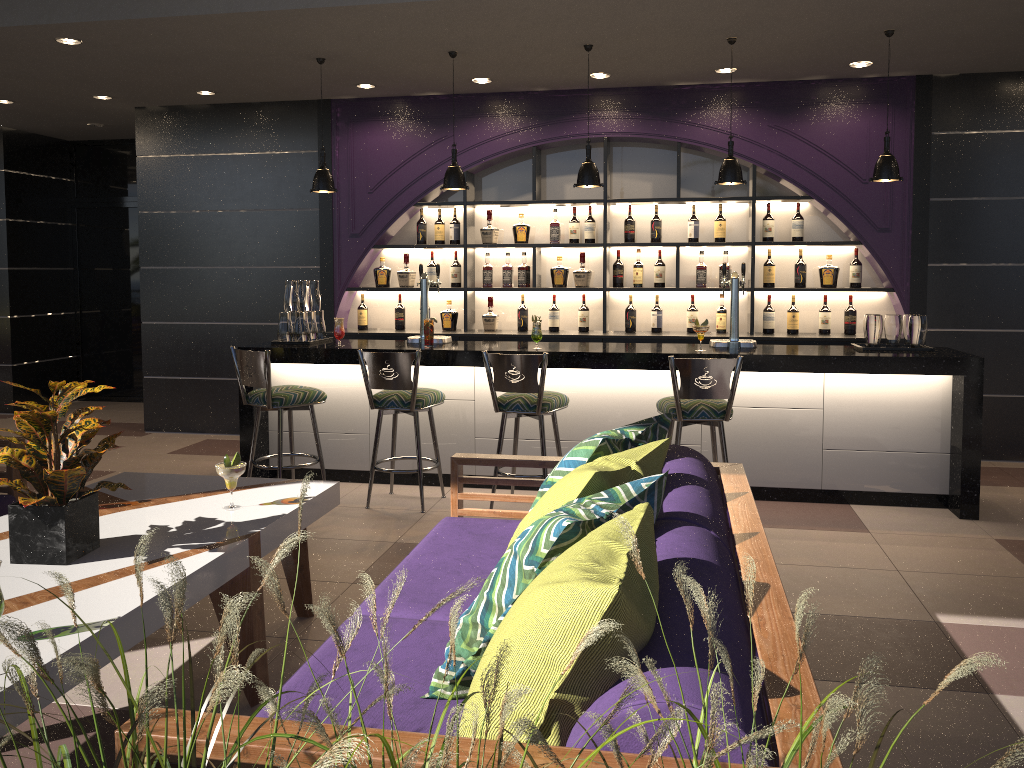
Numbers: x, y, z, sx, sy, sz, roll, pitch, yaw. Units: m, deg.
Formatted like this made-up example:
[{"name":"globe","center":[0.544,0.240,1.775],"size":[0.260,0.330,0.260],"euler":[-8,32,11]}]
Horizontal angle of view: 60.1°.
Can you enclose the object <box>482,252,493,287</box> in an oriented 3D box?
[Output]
[{"name":"object","center":[-0.195,-0.915,7.097],"size":[0.083,0.280,0.083],"euler":[0,4,-4]}]

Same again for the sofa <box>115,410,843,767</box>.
[{"name":"sofa","center":[0.100,0.625,2.322],"size":[1.119,0.915,2.138],"euler":[1,7,11]}]

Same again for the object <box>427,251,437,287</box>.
[{"name":"object","center":[-0.644,-0.926,7.144],"size":[0.086,0.296,0.086],"euler":[-3,5,-30]}]

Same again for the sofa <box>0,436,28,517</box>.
[{"name":"sofa","center":[-2.798,0.563,2.865],"size":[1.119,0.915,2.138],"euler":[1,7,11]}]

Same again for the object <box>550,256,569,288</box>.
[{"name":"object","center":[0.376,-0.882,6.968],"size":[0.151,0.247,0.094],"euler":[1,4,13]}]

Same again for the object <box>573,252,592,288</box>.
[{"name":"object","center":[0.553,-0.895,6.945],"size":[0.123,0.278,0.124],"euler":[2,5,24]}]

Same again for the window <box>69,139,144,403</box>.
[{"name":"window","center":[-3.768,-1.171,9.242],"size":[1.826,2.750,0.109],"euler":[1,4,11]}]

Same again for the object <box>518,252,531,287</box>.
[{"name":"object","center":[0.096,-0.910,7.053],"size":[0.083,0.280,0.083],"euler":[2,5,31]}]

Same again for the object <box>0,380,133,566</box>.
[{"name":"object","center":[-1.320,0.240,2.559],"size":[0.425,0.524,0.432],"euler":[2,6,23]}]

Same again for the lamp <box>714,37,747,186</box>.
[{"name":"lamp","center":[1.318,-1.635,5.319],"size":[0.163,0.861,0.163],"euler":[-3,5,-37]}]

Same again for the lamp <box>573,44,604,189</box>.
[{"name":"lamp","center":[0.475,-1.653,5.477],"size":[0.163,0.861,0.163],"euler":[-3,5,-37]}]

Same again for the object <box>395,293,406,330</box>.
[{"name":"object","center":[-0.916,-0.591,7.240],"size":[0.086,0.297,0.086],"euler":[-3,5,-30]}]

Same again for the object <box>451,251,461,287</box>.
[{"name":"object","center":[-0.452,-0.925,7.130],"size":[0.086,0.297,0.086],"euler":[-3,5,-30]}]

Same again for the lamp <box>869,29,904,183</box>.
[{"name":"lamp","center":[2.190,-1.616,5.156],"size":[0.163,0.861,0.163],"euler":[-3,5,-37]}]

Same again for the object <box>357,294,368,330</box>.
[{"name":"object","center":[-1.231,-0.596,7.299],"size":[0.086,0.297,0.086],"euler":[-3,5,-30]}]

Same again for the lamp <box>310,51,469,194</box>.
[{"name":"lamp","center":[-0.805,-1.680,5.717],"size":[1.081,0.861,0.193],"euler":[1,4,11]}]

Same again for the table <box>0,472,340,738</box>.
[{"name":"table","center":[-1.328,0.776,2.595],"size":[0.941,0.551,2.048],"euler":[1,7,11]}]

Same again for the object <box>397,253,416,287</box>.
[{"name":"object","center":[-0.858,-0.925,7.209],"size":[0.123,0.278,0.124],"euler":[2,5,24]}]

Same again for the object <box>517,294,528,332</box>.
[{"name":"object","center":[0.086,-0.566,7.035],"size":[0.086,0.296,0.086],"euler":[-3,5,-30]}]

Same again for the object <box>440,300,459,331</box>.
[{"name":"object","center":[-0.508,-0.555,7.163],"size":[0.151,0.247,0.094],"euler":[2,5,21]}]

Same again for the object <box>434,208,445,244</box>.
[{"name":"object","center":[-0.585,-1.273,7.174],"size":[0.086,0.297,0.086],"euler":[-3,5,-30]}]

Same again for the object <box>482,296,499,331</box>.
[{"name":"object","center":[-0.171,-0.564,7.103],"size":[0.123,0.278,0.124],"euler":[1,4,11]}]

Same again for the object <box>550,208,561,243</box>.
[{"name":"object","center":[0.342,-1.245,6.994],"size":[0.083,0.280,0.083],"euler":[1,4,11]}]

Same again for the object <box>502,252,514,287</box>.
[{"name":"object","center":[-0.033,-0.915,7.096],"size":[0.083,0.280,0.083],"euler":[1,4,11]}]

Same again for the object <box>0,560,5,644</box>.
[{"name":"object","center":[-1.166,0.473,1.964],"size":[0.069,0.210,0.069],"euler":[-1,4,-6]}]

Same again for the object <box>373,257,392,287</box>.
[{"name":"object","center":[-1.057,-0.912,7.236],"size":[0.151,0.247,0.094],"euler":[0,4,0]}]

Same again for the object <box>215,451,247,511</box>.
[{"name":"object","center":[-0.980,0.336,3.089],"size":[0.106,0.196,0.106],"euler":[3,6,38]}]

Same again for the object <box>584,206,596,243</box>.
[{"name":"object","center":[0.613,-1.248,6.951],"size":[0.086,0.296,0.086],"euler":[-3,5,-30]}]

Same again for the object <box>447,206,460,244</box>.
[{"name":"object","center":[-0.461,-1.275,7.121],"size":[0.086,0.314,0.104],"euler":[1,4,16]}]

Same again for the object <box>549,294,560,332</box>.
[{"name":"object","center":[0.333,-0.561,6.984],"size":[0.086,0.296,0.086],"euler":[-3,5,-30]}]

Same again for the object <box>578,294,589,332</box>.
[{"name":"object","center":[0.565,-0.559,6.962],"size":[0.086,0.297,0.086],"euler":[-3,5,-30]}]

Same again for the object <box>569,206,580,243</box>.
[{"name":"object","center":[0.493,-1.254,6.997],"size":[0.086,0.297,0.086],"euler":[-3,5,-30]}]

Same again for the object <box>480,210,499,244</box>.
[{"name":"object","center":[-0.178,-1.252,7.078],"size":[0.123,0.278,0.124],"euler":[2,5,24]}]

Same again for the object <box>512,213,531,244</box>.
[{"name":"object","center":[0.075,-1.233,7.045],"size":[0.151,0.247,0.094],"euler":[0,4,-1]}]

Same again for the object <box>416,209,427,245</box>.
[{"name":"object","center":[-0.734,-1.277,7.198],"size":[0.086,0.296,0.086],"euler":[-3,5,-30]}]
